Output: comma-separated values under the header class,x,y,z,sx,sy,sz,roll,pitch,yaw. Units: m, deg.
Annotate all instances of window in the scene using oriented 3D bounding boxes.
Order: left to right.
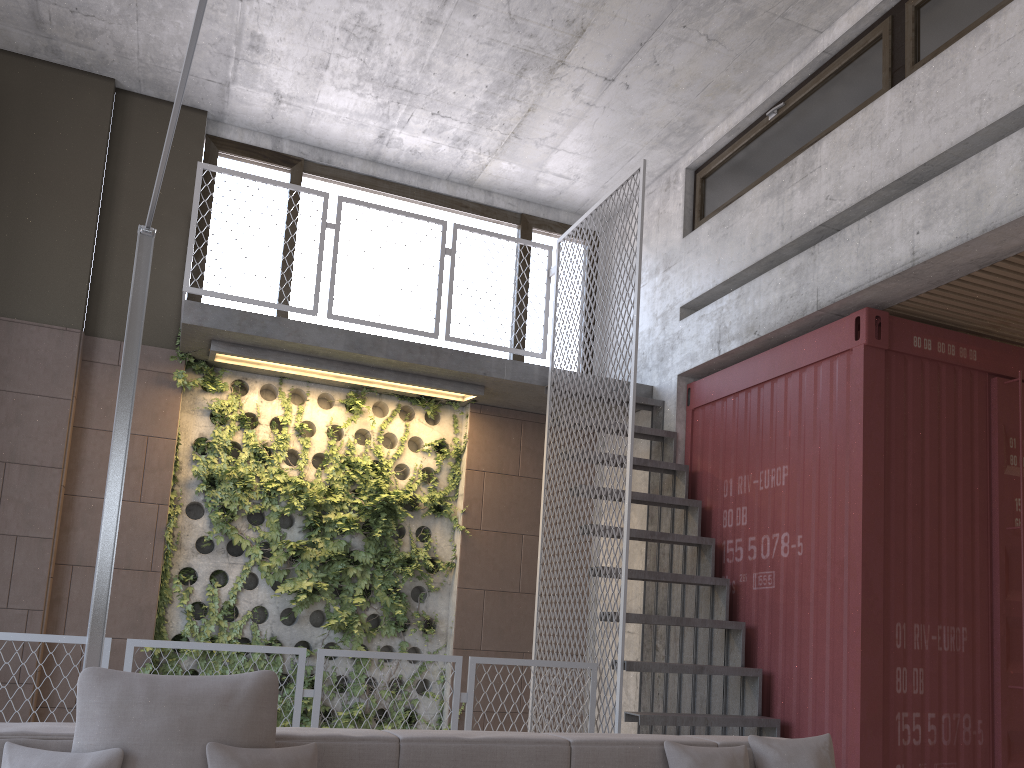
class,x,y,z,sx,sy,sz,roll,pitch,yaw
window,-0.891,-0.871,7.653,3.591,1.708,0.111,9,-9,-21
window,3.026,-2.458,3.233,0.114,0.591,8.630,7,-16,-20

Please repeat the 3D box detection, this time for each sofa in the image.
class,x,y,z,sx,sy,sz,roll,pitch,yaw
sofa,0.268,1.294,1.831,3.018,0.765,3.080,9,-16,-20

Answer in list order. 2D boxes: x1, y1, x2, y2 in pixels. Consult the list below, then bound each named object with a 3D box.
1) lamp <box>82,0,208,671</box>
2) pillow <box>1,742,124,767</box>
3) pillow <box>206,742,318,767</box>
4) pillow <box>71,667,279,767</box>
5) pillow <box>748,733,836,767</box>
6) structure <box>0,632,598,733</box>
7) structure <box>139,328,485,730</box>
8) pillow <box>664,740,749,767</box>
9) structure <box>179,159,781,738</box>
class,x,y,z,sx,sy,sz,roll,pitch,yaw
lamp,-1.069,0.156,2.764,0.764,3.339,2.666,9,-12,-32
pillow,-1.243,1.162,2.363,0.368,0.368,0.154,1,-9,12
pillow,-0.702,1.209,2.498,0.170,0.363,0.384,-5,-14,41
pillow,-0.973,1.093,2.515,0.567,0.544,0.225,8,-10,-19
pillow,1.093,1.522,3.348,0.364,0.357,0.191,7,-10,-16
structure,-1.904,2.061,5.475,4.459,0.911,1.969,10,-16,-21
structure,-1.465,1.487,6.859,2.645,3.728,1.022,8,-9,-21
pillow,0.734,1.489,3.183,0.373,0.350,0.190,8,-11,-21
structure,-0.469,0.762,6.113,3.708,4.209,3.096,8,-11,-21
